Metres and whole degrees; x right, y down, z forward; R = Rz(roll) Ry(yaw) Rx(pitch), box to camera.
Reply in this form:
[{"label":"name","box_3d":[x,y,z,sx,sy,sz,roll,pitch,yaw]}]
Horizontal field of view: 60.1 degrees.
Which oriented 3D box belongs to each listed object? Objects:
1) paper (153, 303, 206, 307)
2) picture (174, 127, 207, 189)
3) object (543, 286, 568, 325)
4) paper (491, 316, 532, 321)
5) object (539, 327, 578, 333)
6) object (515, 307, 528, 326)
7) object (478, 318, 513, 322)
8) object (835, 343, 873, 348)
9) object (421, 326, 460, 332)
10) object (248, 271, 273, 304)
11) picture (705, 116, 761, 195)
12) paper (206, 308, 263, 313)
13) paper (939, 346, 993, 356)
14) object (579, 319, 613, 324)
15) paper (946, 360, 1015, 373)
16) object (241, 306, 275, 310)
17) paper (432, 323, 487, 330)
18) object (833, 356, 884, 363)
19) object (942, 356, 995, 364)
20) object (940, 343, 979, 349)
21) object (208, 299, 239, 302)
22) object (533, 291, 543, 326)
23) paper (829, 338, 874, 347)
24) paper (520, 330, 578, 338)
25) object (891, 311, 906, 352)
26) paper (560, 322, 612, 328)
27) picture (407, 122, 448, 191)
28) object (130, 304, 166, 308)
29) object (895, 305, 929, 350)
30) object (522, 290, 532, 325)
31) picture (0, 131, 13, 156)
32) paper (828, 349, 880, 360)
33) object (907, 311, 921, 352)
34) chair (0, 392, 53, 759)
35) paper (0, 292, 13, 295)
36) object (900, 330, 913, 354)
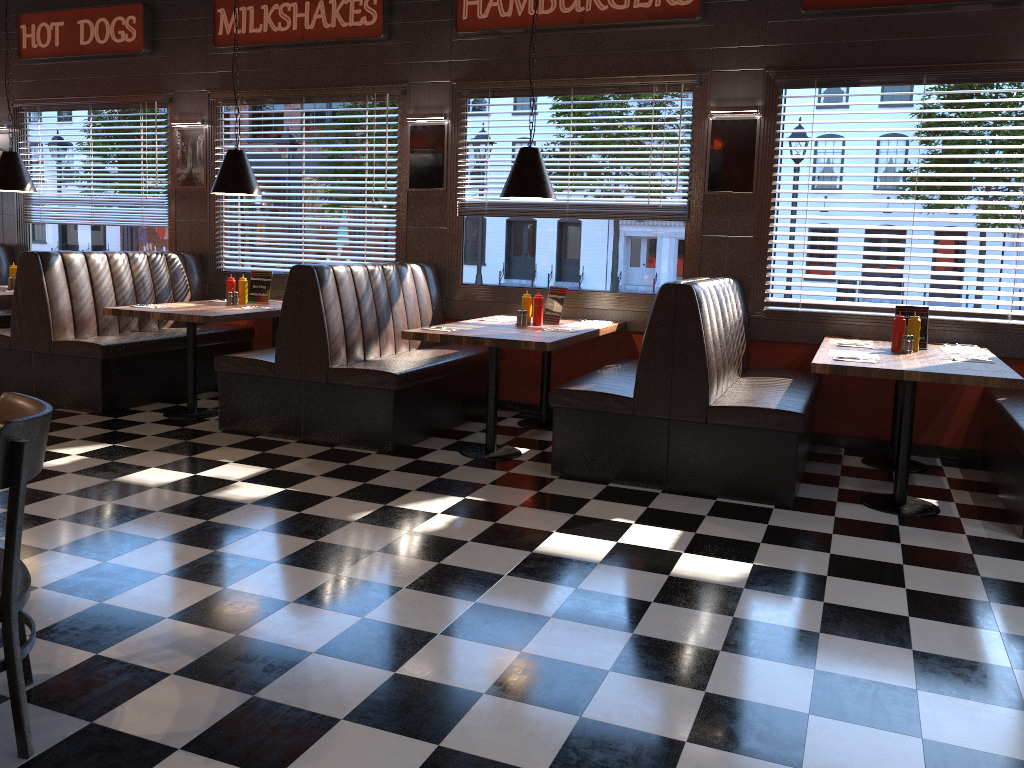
[{"label":"paper","box_3d":[-2.546,-0.601,6.729,0.261,0.001,0.367,6,10,22]},{"label":"picture","box_3d":[-2.889,-2.030,7.961,0.351,0.534,0.012,5,7,22]},{"label":"object","box_3d":[0.300,-0.555,6.247,0.072,0.256,0.189,-3,9,-38]},{"label":"paper","box_3d":[-0.019,-0.486,6.551,0.261,0.001,0.367,5,10,20]},{"label":"object","box_3d":[0.291,-0.353,5.735,0.255,0.019,0.158,5,10,18]},{"label":"object","box_3d":[0.068,-0.458,5.975,0.094,0.135,0.047,-5,10,-43]},{"label":"object","box_3d":[-0.103,-0.459,6.315,0.255,0.019,0.158,5,10,21]},{"label":"object","box_3d":[2.107,-0.238,5.402,0.255,0.019,0.158,4,9,15]},{"label":"object","box_3d":[-0.428,-0.346,5.539,0.255,0.019,0.158,7,10,27]},{"label":"object","box_3d":[-2.047,-0.788,7.198,0.188,0.256,0.072,4,7,12]},{"label":"picture","box_3d":[1.543,-1.598,6.209,0.351,0.534,0.012,5,7,22]},{"label":"paper","box_3d":[-2.003,-0.529,6.399,0.261,0.001,0.367,5,10,19]},{"label":"paper","box_3d":[2.743,-0.202,5.364,0.261,0.001,0.367,5,10,21]},{"label":"object","box_3d":[0.599,-0.456,6.442,0.255,0.019,0.158,6,10,23]},{"label":"paper","box_3d":[2.432,-0.092,4.611,0.261,0.001,0.367,5,9,17]},{"label":"object","box_3d":[-1.920,-0.573,6.634,0.255,0.019,0.158,5,10,20]},{"label":"paper","box_3d":[-0.343,-0.377,5.804,0.261,0.001,0.367,6,10,24]},{"label":"object","box_3d":[1.833,-0.132,4.681,0.255,0.019,0.158,5,10,20]},{"label":"object","box_3d":[2.495,-0.137,4.853,0.255,0.019,0.158,5,10,18]},{"label":"object","box_3d":[2.812,-0.245,5.599,0.255,0.019,0.158,6,10,25]},{"label":"object","box_3d":[-2.322,-0.678,7.210,0.255,0.019,0.158,5,9,17]},{"label":"object","box_3d":[0.179,-0.519,6.052,0.068,0.236,0.068,3,7,9]},{"label":"paper","box_3d":[2.157,-0.265,5.634,0.261,0.001,0.367,5,10,21]},{"label":"paper","box_3d":[0.230,-0.310,5.508,0.261,0.001,0.367,6,10,23]},{"label":"object","box_3d":[2.265,-0.310,5.191,0.068,0.236,0.068,4,7,19]},{"label":"paper","box_3d":[0.521,-0.414,6.215,0.261,0.001,0.367,6,10,22]},{"label":"picture","box_3d":[-0.679,-1.814,7.087,0.351,0.534,0.012,5,7,22]},{"label":"object","box_3d":[-2.636,-0.569,6.458,0.255,0.019,0.158,6,10,22]},{"label":"object","box_3d":[2.422,-0.343,5.376,0.188,0.256,0.072,4,7,17]},{"label":"object","box_3d":[0.100,-0.530,6.103,0.068,0.236,0.068,3,7,9]},{"label":"picture","box_3d":[-5.105,-2.246,8.837,0.351,0.534,0.012,5,7,22]},{"label":"paper","box_3d":[1.913,-0.166,4.966,0.261,0.001,0.367,5,10,20]},{"label":"object","box_3d":[2.358,-0.308,5.202,0.068,0.236,0.068,4,7,19]},{"label":"chair","box_3d":[-1.477,0.491,2.280,0.545,0.863,0.489,-2,8,-28]},{"label":"paper","box_3d":[-4.202,-0.736,7.219,0.261,0.001,0.367,6,10,23]},{"label":"object","box_3d":[2.278,-0.243,5.102,0.094,0.135,0.047,-5,10,-43]}]
